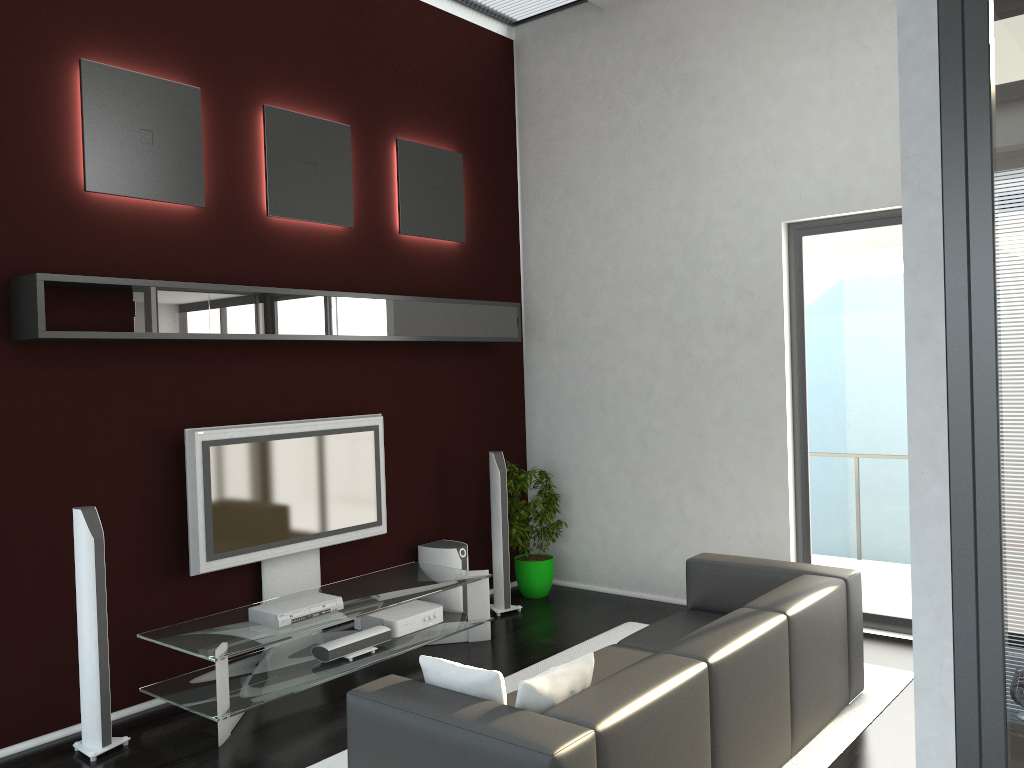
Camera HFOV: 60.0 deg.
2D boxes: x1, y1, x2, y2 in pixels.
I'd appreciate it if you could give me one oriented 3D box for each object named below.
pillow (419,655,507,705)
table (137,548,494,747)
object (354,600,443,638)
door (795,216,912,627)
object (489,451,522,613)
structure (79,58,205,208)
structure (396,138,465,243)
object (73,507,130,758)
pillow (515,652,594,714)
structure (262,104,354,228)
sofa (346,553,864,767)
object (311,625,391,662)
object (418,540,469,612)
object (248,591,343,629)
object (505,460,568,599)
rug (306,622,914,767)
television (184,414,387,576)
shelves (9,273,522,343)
[{"bbox_3d":[-0.143,1.149,3.147,0.376,0.358,0.186,-1,1,40],"label":"pillow"},{"bbox_3d":[-1.077,1.168,5.267,0.771,1.093,2.046,-1,1,39],"label":"table"},{"bbox_3d":[-0.724,1.503,5.718,0.412,0.106,0.449,-1,1,39],"label":"object"},{"bbox_3d":[2.714,0.239,5.459,1.900,2.600,0.050,-1,1,39],"label":"door"},{"bbox_3d":[-0.092,1.069,6.489,0.228,1.141,0.215,-2,1,-36],"label":"object"},{"bbox_3d":[-1.998,-1.337,4.813,0.055,0.676,0.678,-1,1,39],"label":"structure"},{"bbox_3d":[-0.602,-1.408,6.532,0.055,0.676,0.678,-1,1,39],"label":"structure"},{"bbox_3d":[-2.016,1.165,4.255,0.215,1.141,0.228,-1,1,24],"label":"object"},{"bbox_3d":[0.128,1.140,3.055,0.169,0.361,0.376,-1,1,41],"label":"pillow"},{"bbox_3d":[-1.300,-1.372,5.672,0.055,0.676,0.678,-1,1,39],"label":"structure"},{"bbox_3d":[0.630,1.334,3.881,0.943,0.652,2.781,-1,1,39],"label":"sofa"},{"bbox_3d":[-0.924,1.508,5.157,0.182,0.090,0.470,-1,1,39],"label":"object"},{"bbox_3d":[-0.457,1.408,6.332,0.323,0.518,0.286,-1,1,39],"label":"object"},{"bbox_3d":[-1.202,1.257,4.952,0.273,0.073,0.439,-1,1,39],"label":"object"},{"bbox_3d":[0.137,1.116,6.899,0.507,1.068,0.599,-1,1,24],"label":"object"},{"bbox_3d":[0.369,1.682,4.092,1.875,0.009,3.695,-1,1,39],"label":"rug"},{"bbox_3d":[-1.319,0.627,5.410,0.099,0.807,1.436,-1,1,39],"label":"television"},{"bbox_3d":[-2.250,-0.364,4.279,0.305,0.301,6.988,-1,1,39],"label":"shelves"}]
